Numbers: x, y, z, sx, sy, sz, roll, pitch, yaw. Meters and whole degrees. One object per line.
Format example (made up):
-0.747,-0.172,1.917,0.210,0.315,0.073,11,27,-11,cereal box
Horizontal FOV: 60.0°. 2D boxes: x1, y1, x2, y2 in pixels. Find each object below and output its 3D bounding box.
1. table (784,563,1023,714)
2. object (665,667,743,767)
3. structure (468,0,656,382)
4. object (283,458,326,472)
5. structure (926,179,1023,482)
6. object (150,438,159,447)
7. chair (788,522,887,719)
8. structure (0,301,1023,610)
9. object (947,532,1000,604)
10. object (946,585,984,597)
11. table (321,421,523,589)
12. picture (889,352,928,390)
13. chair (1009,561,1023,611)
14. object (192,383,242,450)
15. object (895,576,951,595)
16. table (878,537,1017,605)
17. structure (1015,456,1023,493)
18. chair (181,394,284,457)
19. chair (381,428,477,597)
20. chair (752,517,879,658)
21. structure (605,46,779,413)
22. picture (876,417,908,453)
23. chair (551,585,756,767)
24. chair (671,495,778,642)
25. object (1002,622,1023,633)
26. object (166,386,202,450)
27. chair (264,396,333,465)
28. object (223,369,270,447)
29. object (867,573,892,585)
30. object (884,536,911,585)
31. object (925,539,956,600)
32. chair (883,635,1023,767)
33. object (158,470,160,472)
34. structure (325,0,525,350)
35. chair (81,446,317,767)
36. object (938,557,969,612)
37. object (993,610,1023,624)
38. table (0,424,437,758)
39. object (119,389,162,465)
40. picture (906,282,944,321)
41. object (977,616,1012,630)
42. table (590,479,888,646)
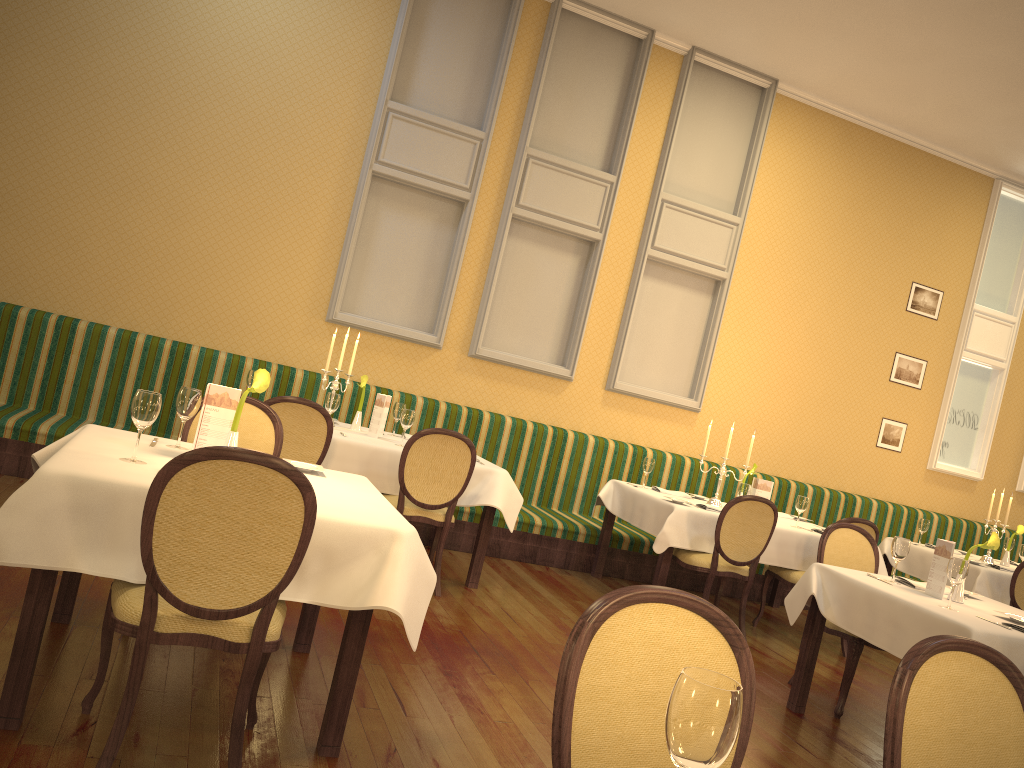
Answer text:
2.127,1.433,4.201,1.395,0.759,1.389,13,0,-17,table
0.215,0.466,1.067,0.088,0.229,0.088,13,0,29,object
0.429,-1.633,7.452,0.956,3.103,0.200,13,0,-19,structure
-0.825,0.332,3.507,0.160,0.024,0.160,13,0,-19,object
4.799,-0.529,8.998,0.687,2.985,0.200,13,0,-19,structure
-1.331,0.217,3.300,0.017,0.010,0.185,13,0,-18,object
1.931,1.290,4.868,0.530,0.955,0.571,13,0,-19,chair
2.047,1.291,7.778,14.516,1.031,0.850,13,0,-19,structure
2.214,0.875,4.254,0.076,0.375,0.163,14,0,-42,object
2.341,1.088,4.623,0.160,0.024,0.160,13,0,-19,object
-1.034,0.686,5.643,2.152,0.759,1.385,13,0,-19,table
3.894,-0.128,8.707,0.401,0.294,0.008,13,0,-19,picture
3.894,1.763,6.811,0.530,0.955,0.571,13,0,6,chair
-1.091,0.139,3.184,0.081,0.277,0.166,13,0,28,object
2.104,1.028,4.507,0.273,0.033,0.142,13,0,-19,object
4.162,1.926,7.474,2.152,0.759,1.385,13,0,-19,table
5.900,-0.267,9.386,0.661,2.985,0.200,13,0,-19,structure
-1.234,0.535,3.752,0.530,0.955,0.571,13,0,-19,chair
-0.561,0.699,5.246,0.530,0.955,0.571,13,0,-19,chair
2.148,1.346,6.200,0.530,0.955,0.571,13,0,-19,chair
1.599,-1.353,7.865,0.956,3.103,0.200,13,0,-19,structure
3.727,0.502,8.699,0.313,0.294,0.008,13,0,-19,picture
0.294,0.891,1.508,0.530,0.955,0.571,13,0,-19,chair
1.378,1.162,5.931,0.530,0.955,0.571,13,0,-19,chair
2.281,1.073,3.842,0.273,0.024,0.142,13,0,-19,object
-1.231,0.129,3.335,0.088,0.229,0.088,13,0,29,object
-1.330,0.515,4.976,0.530,0.955,0.571,13,0,-19,chair
-0.951,0.120,3.138,0.076,0.375,0.163,14,0,-42,object
1.835,0.973,4.416,0.017,0.010,0.185,13,0,-18,object
1.934,0.884,4.451,0.088,0.229,0.088,13,0,29,object
2.075,0.895,4.300,0.081,0.277,0.166,13,0,28,object
1.005,1.061,1.759,0.530,0.955,0.571,13,0,-19,chair
-1.081,0.275,2.727,0.017,0.010,0.185,13,0,-19,object
-0.659,-1.893,7.069,0.956,3.103,0.200,13,0,-19,structure
-0.889,0.613,2.561,0.530,0.955,0.571,13,0,-19,chair
1.976,0.893,3.962,0.088,0.229,0.088,13,0,29,object
2.319,1.081,4.054,0.160,0.024,0.160,13,0,-19,object
-1.039,0.677,3.085,1.395,0.759,1.389,13,0,-17,table
-1.190,0.137,2.846,0.088,0.229,0.088,13,0,29,object
4.057,-0.813,8.709,0.401,0.294,0.008,13,0,-19,picture
2.085,1.031,3.843,0.017,0.010,0.185,13,0,-19,object
1.674,1.332,6.597,2.152,0.759,1.385,13,0,-19,table
